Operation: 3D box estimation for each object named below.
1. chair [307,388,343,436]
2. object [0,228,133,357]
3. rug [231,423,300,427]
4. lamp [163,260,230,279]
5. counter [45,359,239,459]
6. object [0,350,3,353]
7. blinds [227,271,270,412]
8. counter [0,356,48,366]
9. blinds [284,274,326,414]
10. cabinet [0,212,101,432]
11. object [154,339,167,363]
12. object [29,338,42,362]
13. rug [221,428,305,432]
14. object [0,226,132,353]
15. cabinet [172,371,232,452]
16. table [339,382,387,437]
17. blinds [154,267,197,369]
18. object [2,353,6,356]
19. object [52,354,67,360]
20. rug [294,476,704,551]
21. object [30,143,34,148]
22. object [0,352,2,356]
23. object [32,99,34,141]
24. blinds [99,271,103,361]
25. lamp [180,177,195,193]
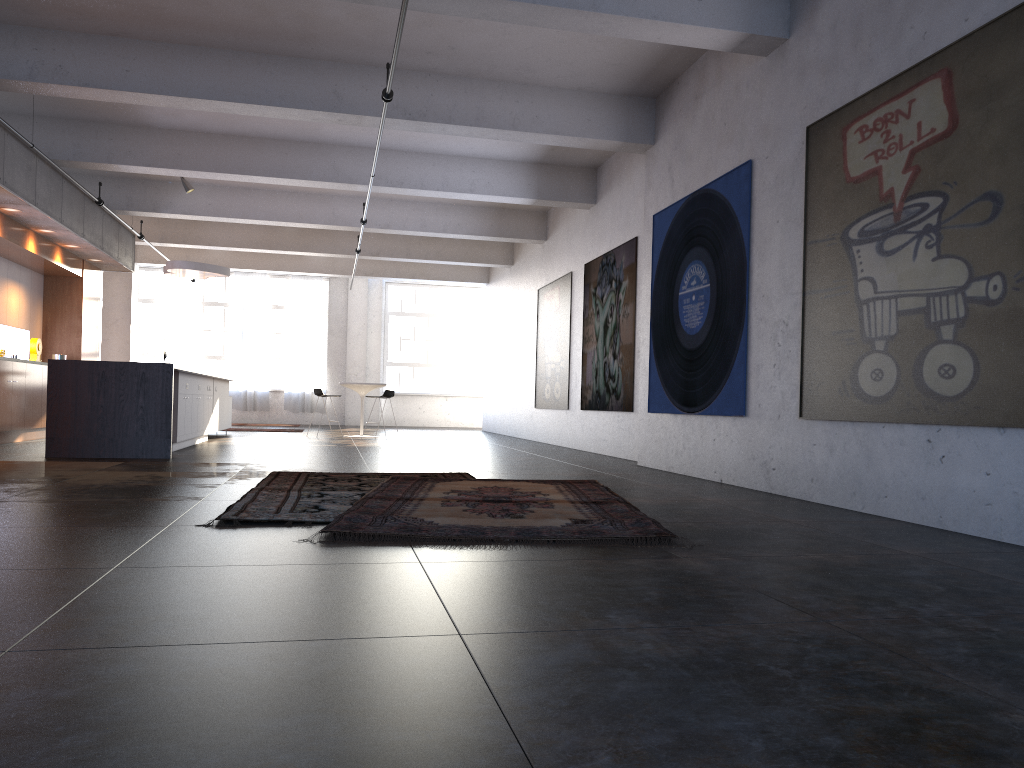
[{"bbox_3d":[-3.206,0.529,15.231,0.515,0.895,0.454,2,-1,-36],"label":"chair"},{"bbox_3d":[-6.975,-0.041,4.965,0.950,1.214,13.169,1,-1,-1],"label":"object"},{"bbox_3d":[-6.645,0.955,20.967,3.161,0.009,1.797,2,-1,-14],"label":"rug"},{"bbox_3d":[-5.323,-1.879,14.619,1.058,0.130,1.028,1,-2,34],"label":"lamp"},{"bbox_3d":[-4.644,0.319,12.005,1.153,0.971,6.594,2,-1,-12],"label":"counter"},{"bbox_3d":[-5.437,-1.525,8.310,0.054,2.168,6.772,2,-1,-20],"label":"object"},{"bbox_3d":[-6.516,-1.166,22.032,1.048,3.697,0.335,2,0,-17],"label":"blinds"},{"bbox_3d":[-7.027,-0.306,11.368,1.622,0.039,4.419,2,-1,-12],"label":"counter"},{"bbox_3d":[-5.175,-1.129,22.368,1.040,3.750,0.338,2,0,-16],"label":"blinds"},{"bbox_3d":[-7.241,-0.748,10.555,2.402,2.562,8.031,2,-1,-12],"label":"cabinet"},{"bbox_3d":[-7.865,-0.054,19.664,1.191,1.919,1.046,2,0,-13],"label":"object"},{"bbox_3d":[-6.854,-0.473,12.758,0.100,0.381,0.272,2,-1,-12],"label":"object"},{"bbox_3d":[-5.606,0.888,17.452,2.912,0.029,1.837,2,-1,-13],"label":"rug"},{"bbox_3d":[-6.622,-0.432,11.512,0.057,0.060,0.053,1,-1,10],"label":"object"},{"bbox_3d":[-4.755,0.360,12.601,0.931,0.930,5.596,2,-1,-12],"label":"cabinet"},{"bbox_3d":[-2.656,0.464,15.694,0.836,0.951,0.821,2,-1,-13],"label":"table"},{"bbox_3d":[-8.184,-1.207,21.630,1.042,3.674,0.357,2,0,-14],"label":"blinds"},{"bbox_3d":[-6.845,-1.617,5.663,0.062,2.210,11.826,1,-1,2],"label":"object"},{"bbox_3d":[-6.853,-0.357,13.406,0.187,0.170,0.194,1,-1,36],"label":"object"},{"bbox_3d":[-0.088,0.736,5.557,1.881,0.048,3.514,2,-1,-3],"label":"rug"},{"bbox_3d":[-6.691,-0.392,11.516,0.052,0.053,0.062,2,-1,-6],"label":"object"},{"bbox_3d":[-5.888,-1.483,10.498,0.054,2.228,2.363,2,-1,-37],"label":"object"},{"bbox_3d":[-6.647,-0.395,11.482,0.050,0.053,0.065,1,-1,25],"label":"object"},{"bbox_3d":[-9.662,-1.254,21.296,1.036,3.713,0.311,2,0,-15],"label":"blinds"},{"bbox_3d":[-4.819,-2.973,13.124,0.226,0.287,0.129,2,-1,-29],"label":"lamp"}]
